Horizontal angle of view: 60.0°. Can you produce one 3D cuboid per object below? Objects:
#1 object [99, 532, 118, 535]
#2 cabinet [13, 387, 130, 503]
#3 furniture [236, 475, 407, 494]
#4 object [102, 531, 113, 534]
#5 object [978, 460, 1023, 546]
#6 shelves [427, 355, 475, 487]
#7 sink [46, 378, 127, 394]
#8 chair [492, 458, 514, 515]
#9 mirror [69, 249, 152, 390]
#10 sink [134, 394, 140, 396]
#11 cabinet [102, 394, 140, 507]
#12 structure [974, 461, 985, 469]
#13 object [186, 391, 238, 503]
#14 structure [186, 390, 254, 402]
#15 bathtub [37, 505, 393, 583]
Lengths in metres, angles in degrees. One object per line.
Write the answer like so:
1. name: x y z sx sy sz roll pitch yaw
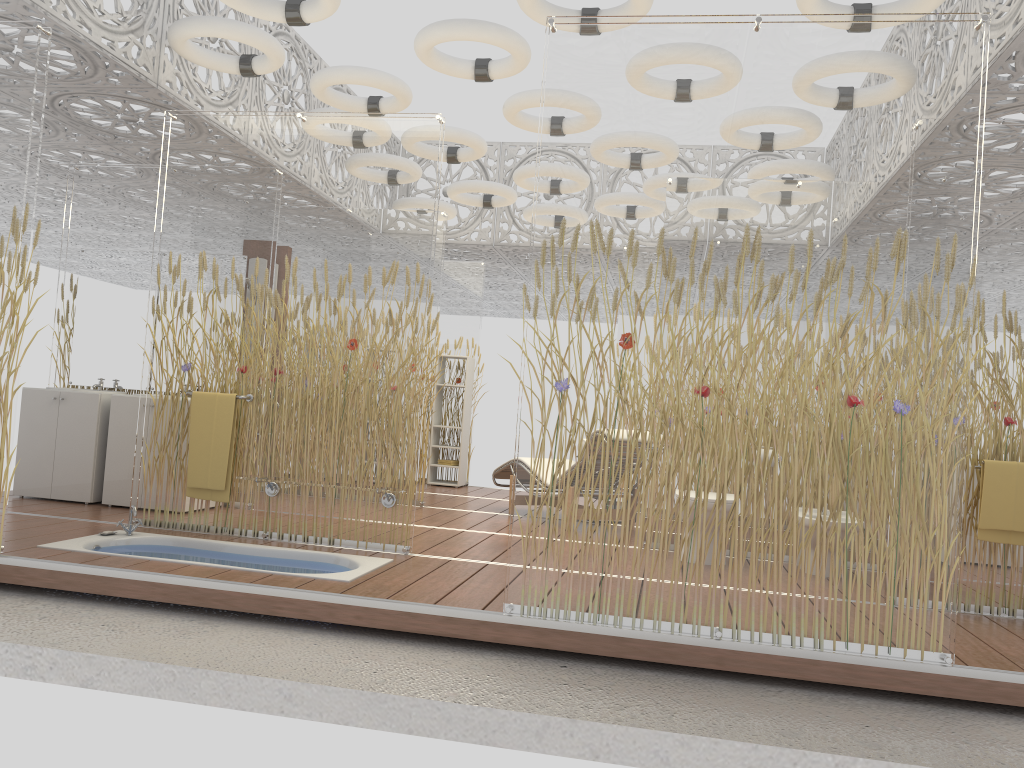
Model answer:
1. object: -2.307 0.855 5.061 0.065 0.011 0.108 4 -2 20
2. cabinet: -3.228 0.446 6.636 0.643 0.782 0.549 4 -2 10
3. furniture: -1.099 0.576 5.111 0.977 0.014 0.178 4 -2 10
4. object: -2.305 0.848 5.062 0.035 0.016 0.066 4 -2 20
5. object: 2.528 0.605 4.517 0.295 0.427 0.042 4 -2 1
6. shelves: -0.688 0.413 10.104 0.366 1.460 0.344 4 -2 10
7. sink: -3.199 0.080 6.665 0.573 0.266 0.499 4 -2 8
8. chair: 0.505 0.751 7.423 0.635 0.811 1.787 5 -2 -30
9. mirror: -2.753 -0.485 6.875 1.422 1.081 0.009 4 -2 10
10. sink: -2.495 0.127 6.535 0.573 0.266 0.499 4 -2 13
11. cabinet: -2.522 0.494 6.506 0.643 0.782 0.549 4 -2 10
12. structure: 2.603 0.431 4.543 0.405 0.183 0.115 4 -2 8
13. object: -1.814 0.376 5.341 0.283 0.656 0.042 4 -2 10
14. structure: -1.789 0.070 5.378 0.442 0.047 0.078 4 -2 10
15. bathtub: -1.565 1.021 4.758 1.700 0.582 0.700 4 -2 10
